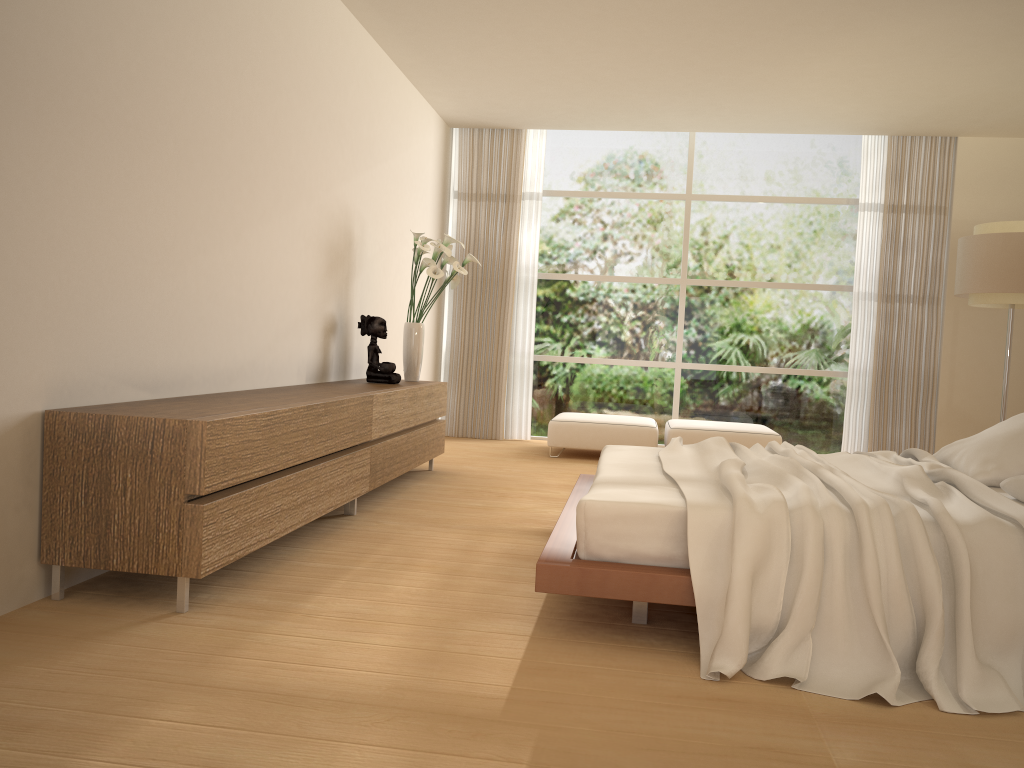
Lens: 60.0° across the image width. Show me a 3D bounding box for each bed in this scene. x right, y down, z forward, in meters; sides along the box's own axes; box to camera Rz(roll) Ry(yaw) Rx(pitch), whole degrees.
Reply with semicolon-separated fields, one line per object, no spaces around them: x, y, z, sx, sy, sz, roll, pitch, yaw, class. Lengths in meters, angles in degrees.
1.479;0.596;3.736;2.535;0.570;2.599;3;3;8;bed

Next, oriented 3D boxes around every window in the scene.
1.722;-1.028;8.921;4.781;3.371;0.071;3;3;8;window

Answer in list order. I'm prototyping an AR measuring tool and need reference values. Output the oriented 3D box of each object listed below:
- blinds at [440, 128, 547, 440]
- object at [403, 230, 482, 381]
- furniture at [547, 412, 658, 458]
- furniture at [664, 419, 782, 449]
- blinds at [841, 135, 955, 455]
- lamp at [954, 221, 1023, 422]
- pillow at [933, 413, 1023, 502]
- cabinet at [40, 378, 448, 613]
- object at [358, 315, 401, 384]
-0.197;-1.120;8.937;0.950;3.352;0.211;3;3;7;blinds
-0.553;-0.554;6.387;0.515;1.085;0.608;1;3;-34;object
0.844;0.476;8.126;0.965;0.346;0.964;3;3;8;furniture
1.868;0.536;7.980;0.965;0.346;0.964;3;3;8;furniture
3.633;-0.893;8.337;0.814;3.351;0.202;3;3;7;blinds
3.639;-0.142;6.512;0.817;2.018;0.817;1;3;-39;lamp
2.253;0.314;3.654;0.561;0.339;1.720;3;3;8;pillow
-1.052;0.368;4.829;0.588;0.662;3.713;3;3;8;cabinet
-0.882;-0.233;5.947;0.282;0.453;0.181;3;3;8;object
